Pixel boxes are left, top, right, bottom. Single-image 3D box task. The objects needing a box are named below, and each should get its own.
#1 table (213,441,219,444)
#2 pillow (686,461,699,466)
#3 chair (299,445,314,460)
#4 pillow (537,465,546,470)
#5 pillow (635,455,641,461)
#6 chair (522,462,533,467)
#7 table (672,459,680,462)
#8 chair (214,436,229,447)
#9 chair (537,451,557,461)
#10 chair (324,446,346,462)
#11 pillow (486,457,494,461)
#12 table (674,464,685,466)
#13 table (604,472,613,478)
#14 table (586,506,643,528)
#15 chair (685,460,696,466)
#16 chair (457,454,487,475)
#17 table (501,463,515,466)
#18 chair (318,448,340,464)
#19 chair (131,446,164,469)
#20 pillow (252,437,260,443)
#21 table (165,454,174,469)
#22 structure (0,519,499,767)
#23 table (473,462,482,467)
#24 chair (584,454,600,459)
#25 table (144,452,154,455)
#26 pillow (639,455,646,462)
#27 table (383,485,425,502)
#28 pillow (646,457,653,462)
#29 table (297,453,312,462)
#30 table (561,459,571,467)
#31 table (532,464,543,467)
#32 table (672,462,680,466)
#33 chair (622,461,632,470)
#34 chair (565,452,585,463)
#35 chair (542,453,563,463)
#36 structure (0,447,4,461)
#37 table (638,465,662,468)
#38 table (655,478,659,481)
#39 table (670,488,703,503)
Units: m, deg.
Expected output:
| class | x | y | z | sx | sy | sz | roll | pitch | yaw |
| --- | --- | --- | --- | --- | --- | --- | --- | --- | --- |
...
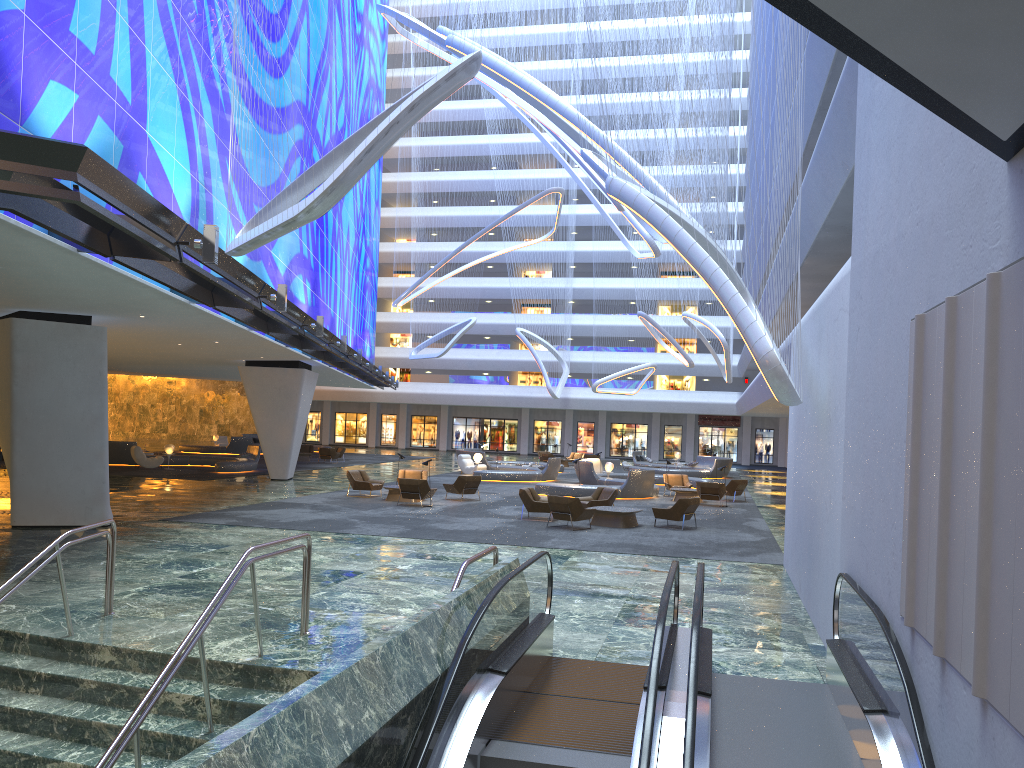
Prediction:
| class | x | y | z | sx | sy | sz | roll | pitch | yaw |
| --- | --- | --- | --- | --- | --- | --- | --- | --- | --- |
| table | -17.180 | 3.590 | 51.204 | 0.418 | 0.595 | 0.428 | 2 | -1 | 12 |
| pillow | 9.613 | 4.243 | 47.134 | 0.693 | 0.262 | 0.877 | 3 | -3 | -25 |
| chair | -10.787 | 3.560 | 46.105 | 0.929 | 0.766 | 0.939 | 3 | -2 | -14 |
| pillow | 1.534 | 3.484 | 36.936 | 0.692 | 0.262 | 0.878 | 1 | -2 | 21 |
| pillow | 7.335 | 4.272 | 50.995 | 0.295 | 0.368 | 0.770 | 2 | -2 | 26 |
| chair | 0.236 | 3.982 | 42.571 | 1.785 | 0.501 | 0.585 | 3 | -2 | -23 |
| table | 9.493 | 4.664 | 51.413 | 0.418 | 0.595 | 0.427 | 3 | -1 | -33 |
| chair | -17.014 | 3.512 | 52.128 | 0.729 | 0.881 | 1.157 | 3 | -2 | -33 |
| chair | 1.977 | 4.283 | 51.094 | 0.930 | 0.766 | 0.938 | 3 | -2 | -33 |
| chair | -9.125 | 3.608 | 45.674 | 0.939 | 0.766 | 0.929 | 4 | -2 | -39 |
| pillow | -1.174 | 3.750 | 44.199 | 0.443 | 0.207 | 0.444 | 3 | -2 | -26 |
| table | 9.437 | 4.714 | 50.013 | 0.671 | 0.406 | 0.674 | 2 | -2 | 9 |
| table | 3.700 | 3.699 | 34.263 | 0.418 | 0.595 | 0.428 | 2 | -1 | 12 |
| table | 2.481 | 3.214 | 21.418 | 1.202 | 0.392 | 1.204 | 1 | -3 | 31 |
| chair | 10.056 | 4.491 | 48.418 | 0.930 | 0.766 | 0.938 | 4 | -2 | -44 |
| chair | -1.750 | 3.554 | 38.882 | 1.156 | 0.881 | 0.729 | 1 | -2 | 32 |
| table | -0.189 | 3.998 | 42.262 | 0.673 | 0.406 | 0.672 | 1 | -2 | 32 |
| chair | -9.065 | 3.527 | 43.710 | 0.929 | 0.766 | 0.939 | 2 | -2 | 11 |
| chair | -14.357 | 2.881 | 34.894 | 1.158 | 0.881 | 0.729 | 3 | -2 | -33 |
| pillow | -15.980 | 3.539 | 55.652 | 0.315 | 0.386 | 0.785 | 2 | -2 | 29 |
| table | -13.440 | 3.035 | 34.732 | 0.427 | 0.595 | 0.418 | 2 | -1 | 12 |
| structure | -6.881 | 5.220 | 0.554 | 9.302 | 8.395 | 19.753 | 2 | -2 | 13 |
| table | -1.511 | 3.650 | 37.976 | 0.418 | 0.595 | 0.428 | 3 | -1 | -13 |
| chair | 4.409 | 4.309 | 49.426 | 0.929 | 0.766 | 0.939 | 3 | -2 | -9 |
| table | -16.071 | 3.229 | 39.094 | 0.671 | 0.406 | 0.674 | 2 | -2 | 0 |
| pillow | 7.546 | 4.256 | 50.982 | 0.315 | 0.386 | 0.785 | 2 | -2 | 28 |
| table | -3.075 | 3.174 | 25.651 | 1.202 | 0.392 | 1.204 | 2 | -2 | 13 |
| pillow | 7.809 | 4.368 | 51.219 | 0.685 | 0.280 | 0.873 | 4 | -3 | -40 |
| table | -10.673 | 3.679 | 44.563 | 1.204 | 0.392 | 1.203 | 3 | -2 | -22 |
| table | 2.606 | 4.428 | 49.685 | 1.204 | 0.392 | 1.203 | 4 | -3 | -41 |
| table | 1.325 | 4.056 | 42.200 | 0.674 | 0.406 | 0.671 | 3 | -2 | -25 |
| table | 8.630 | 4.429 | 46.721 | 0.418 | 0.595 | 0.428 | 2 | -1 | 9 |
| chair | 6.247 | 4.453 | 47.991 | 0.491 | 0.501 | 0.586 | 4 | -2 | -43 |
| chair | 3.686 | 4.358 | 51.253 | 0.929 | 0.766 | 0.940 | 1 | -2 | 32 |
| chair | 2.151 | 4.170 | 48.275 | 0.939 | 0.766 | 0.929 | 3 | -2 | -36 |
| structure | -25.631 | 0.102 | 36.072 | 11.978 | 6.244 | 16.506 | 2 | -2 | 13 |
| table | 7.167 | 4.455 | 46.042 | 1.202 | 0.392 | 1.204 | 2 | -2 | 13 |
| table | 5.172 | 3.902 | 34.991 | 1.202 | 0.392 | 1.204 | 2 | -2 | 13 |
| table | 5.840 | 3.689 | 29.375 | 1.202 | 0.392 | 1.204 | 2 | -2 | 13 |
